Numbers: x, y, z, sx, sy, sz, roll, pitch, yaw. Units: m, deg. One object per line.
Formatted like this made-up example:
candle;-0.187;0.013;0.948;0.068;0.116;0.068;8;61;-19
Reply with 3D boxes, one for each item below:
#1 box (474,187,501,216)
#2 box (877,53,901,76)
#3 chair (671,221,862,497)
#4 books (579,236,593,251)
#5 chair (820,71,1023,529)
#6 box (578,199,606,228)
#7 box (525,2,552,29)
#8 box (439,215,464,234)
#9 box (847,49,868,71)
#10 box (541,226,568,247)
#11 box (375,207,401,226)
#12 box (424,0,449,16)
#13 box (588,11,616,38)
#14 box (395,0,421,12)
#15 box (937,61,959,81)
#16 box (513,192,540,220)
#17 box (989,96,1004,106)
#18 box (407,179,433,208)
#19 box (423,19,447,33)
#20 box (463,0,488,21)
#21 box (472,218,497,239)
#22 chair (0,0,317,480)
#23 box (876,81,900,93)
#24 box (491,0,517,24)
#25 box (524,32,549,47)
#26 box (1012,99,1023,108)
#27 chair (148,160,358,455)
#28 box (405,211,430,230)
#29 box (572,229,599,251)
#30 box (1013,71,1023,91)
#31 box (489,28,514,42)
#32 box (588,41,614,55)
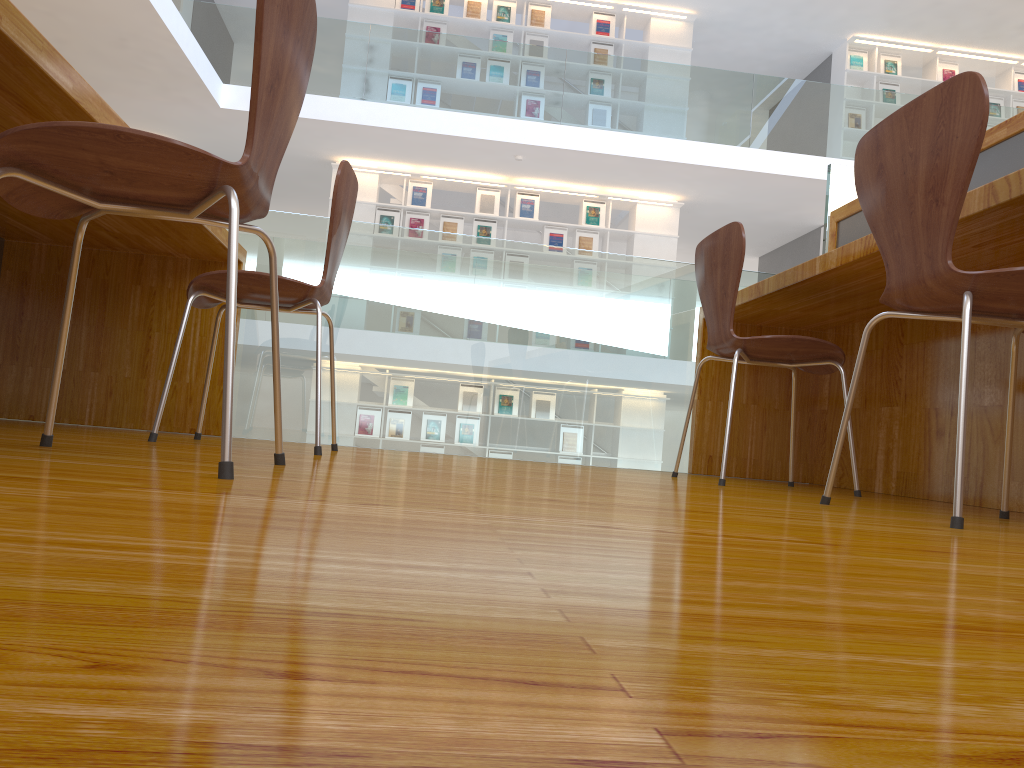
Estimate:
box;-0.261;-1.894;9.345;0.245;0.296;0.274;5;-3;-6
box;4.217;-3.535;9.980;0.245;0.296;0.274;5;-3;-6
chair;0.709;-0.057;2.462;0.381;0.693;0.428;5;-3;-6
books;0.775;-1.445;9.330;0.145;0.210;0.037;5;-3;-6
chair;0.814;-0.107;1.498;0.381;0.693;0.428;5;-3;-6
box;0.857;-1.793;9.461;0.245;0.296;0.274;5;-3;-6
box;0.281;-3.897;9.508;0.245;0.296;0.274;5;-3;-6
box;-0.638;-1.599;9.289;0.245;0.296;0.274;5;-3;-6
box;3.823;-3.571;9.939;0.245;0.296;0.274;5;-3;-6
box;0.445;-1.503;9.402;0.245;0.296;0.274;5;-3;-6
box;-1.294;-1.659;9.221;0.245;0.296;0.274;5;-3;-6
box;-0.793;-3.994;9.396;0.245;0.296;0.274;5;-3;-6
box;0.973;-3.834;9.580;0.245;0.296;0.274;5;-3;-6
box;-1.098;-4.019;9.364;0.245;0.296;0.274;5;-3;-6
box;4.889;-3.476;10.048;0.245;0.296;0.274;5;-3;-6
box;0.152;-1.857;9.388;0.245;0.296;0.274;5;-3;-6
box;5.422;-3.096;10.088;0.245;0.296;0.274;5;-3;-6
box;-0.965;-1.958;9.272;0.245;0.296;0.274;5;-3;-6
box;-0.822;-3.666;9.388;0.245;0.296;0.274;5;-3;-6
box;-0.394;-3.958;9.437;0.245;0.296;0.274;5;-3;-6
box;-0.296;-1.568;9.324;0.245;0.296;0.274;5;-3;-6
chair;-0.501;-0.237;1.227;0.381;0.693;0.428;5;-3;-6
box;4.191;-3.210;9.960;0.245;0.296;0.274;5;-3;-6
box;-0.090;-3.930;9.469;0.245;0.296;0.274;5;-3;-6
box;0.250;-3.569;9.487;0.245;0.296;0.274;5;-3;-6
box;5.774;-3.065;10.125;0.245;0.296;0.274;5;-3;-6
chair;-0.606;-0.188;2.191;0.381;0.693;0.428;5;-3;-6
box;-0.994;-1.630;9.264;0.245;0.296;0.274;5;-3;-6
box;0.781;-1.470;9.436;0.245;0.296;0.274;5;-3;-6
box;5.802;-3.391;10.145;0.245;0.296;0.274;5;-3;-6
box;-0.124;-3.603;9.448;0.245;0.296;0.274;5;-3;-6
box;0.953;-3.506;9.560;0.245;0.296;0.274;5;-3;-6
